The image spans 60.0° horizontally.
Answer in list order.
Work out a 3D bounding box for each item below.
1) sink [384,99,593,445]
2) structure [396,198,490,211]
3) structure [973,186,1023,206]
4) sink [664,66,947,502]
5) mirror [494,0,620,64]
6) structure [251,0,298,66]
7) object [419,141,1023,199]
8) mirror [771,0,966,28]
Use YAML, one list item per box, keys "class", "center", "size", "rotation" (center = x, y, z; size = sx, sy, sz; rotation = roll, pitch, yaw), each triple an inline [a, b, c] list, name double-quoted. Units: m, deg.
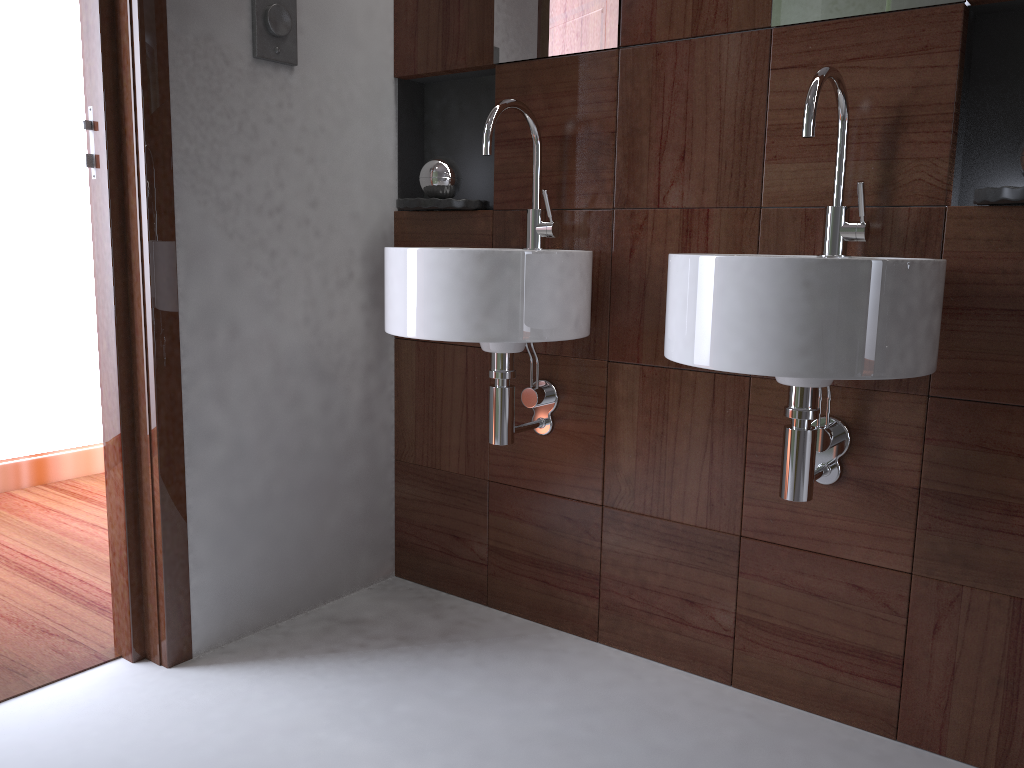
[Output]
- class: "sink"
  center: [-0.047, -0.214, 1.788]
  size: [0.415, 0.715, 0.417]
  rotation: [8, 11, 36]
- class: "structure"
  center: [-0.164, -0.426, 2.111]
  size: [0.222, 0.023, 0.220]
  rotation: [1, 9, -3]
- class: "structure"
  center: [0.836, -0.290, 1.369]
  size: [0.220, 0.023, 0.222]
  rotation: [6, 10, 26]
- class: "sink"
  center: [0.458, -0.145, 1.414]
  size: [0.415, 0.715, 0.417]
  rotation: [8, 11, 36]
- class: "mirror"
  center: [0.094, -1.007, 1.827]
  size: [0.316, 0.635, 0.010]
  rotation: [8, 11, 36]
- class: "structure"
  center: [-0.494, -0.760, 1.858]
  size: [0.028, 0.164, 0.109]
  rotation: [8, 11, 36]
- class: "object"
  center: [0.331, -0.415, 1.720]
  size: [1.350, 0.104, 0.104]
  rotation: [8, 11, 36]
- class: "mirror"
  center: [0.600, -0.938, 1.452]
  size: [0.316, 0.635, 0.010]
  rotation: [8, 11, 36]
